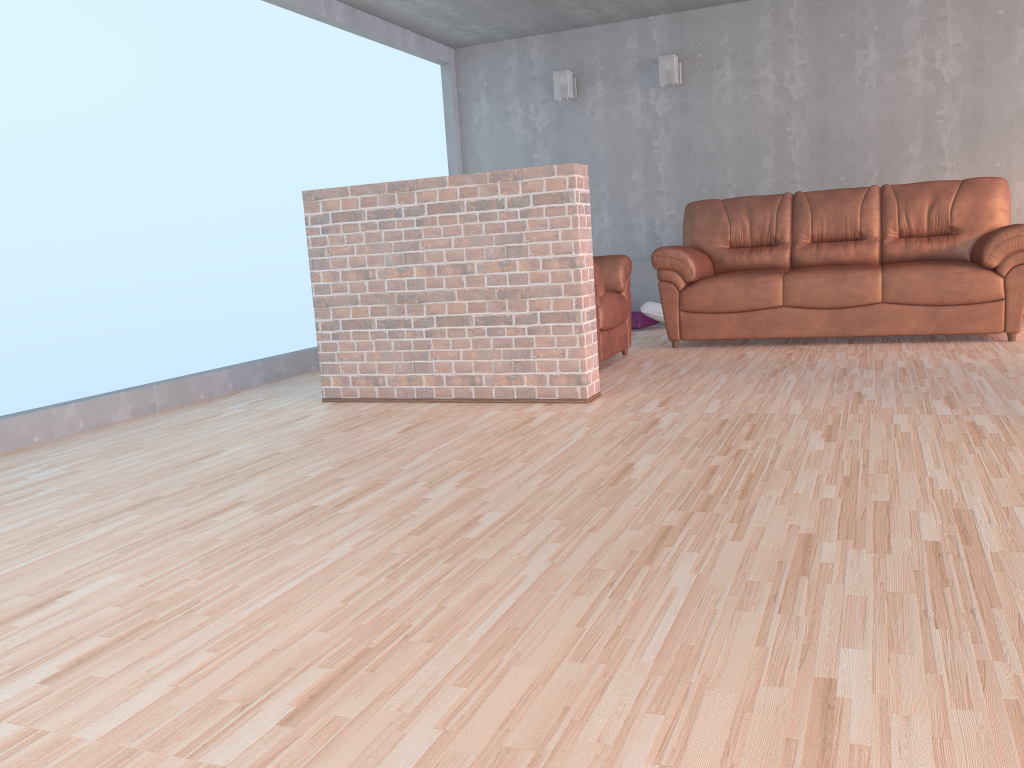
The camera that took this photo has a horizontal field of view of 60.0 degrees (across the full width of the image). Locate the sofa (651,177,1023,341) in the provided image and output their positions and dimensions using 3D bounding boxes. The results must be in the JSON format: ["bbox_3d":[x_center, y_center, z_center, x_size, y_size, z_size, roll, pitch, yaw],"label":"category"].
[{"bbox_3d":[2.078,-0.808,5.719,2.202,0.923,0.981,0,9,22],"label":"sofa"}]

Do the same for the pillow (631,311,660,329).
[{"bbox_3d":[0.965,-0.520,7.193,0.392,0.130,0.365,4,12,42],"label":"pillow"}]

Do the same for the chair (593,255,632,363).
[{"bbox_3d":[0.173,-0.597,5.325,0.936,0.879,0.970,0,9,22],"label":"chair"}]

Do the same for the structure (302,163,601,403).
[{"bbox_3d":[-0.310,-0.449,4.269,1.422,1.057,0.211,0,9,22],"label":"structure"}]

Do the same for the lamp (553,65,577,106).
[{"bbox_3d":[0.434,-2.482,7.390,0.165,0.319,0.168,0,9,22],"label":"lamp"}]

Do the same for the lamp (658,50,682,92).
[{"bbox_3d":[1.253,-2.487,7.057,0.165,0.319,0.177,0,9,22],"label":"lamp"}]

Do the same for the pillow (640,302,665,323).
[{"bbox_3d":[1.207,-0.564,7.114,0.357,0.205,0.388,-2,9,9],"label":"pillow"}]
